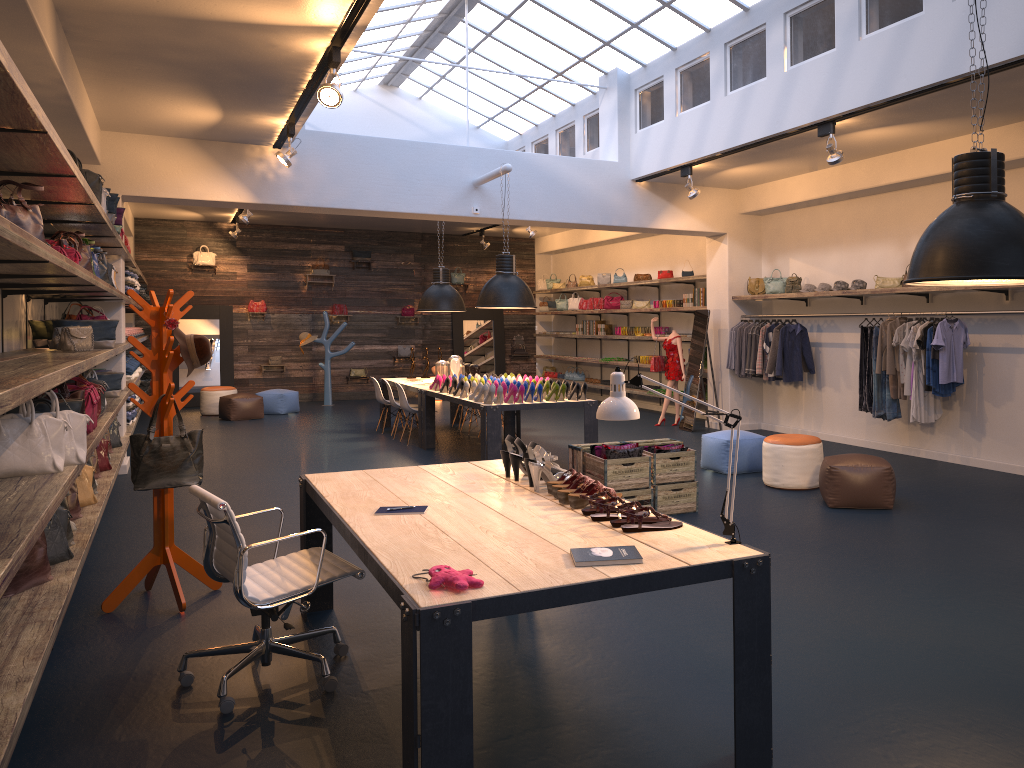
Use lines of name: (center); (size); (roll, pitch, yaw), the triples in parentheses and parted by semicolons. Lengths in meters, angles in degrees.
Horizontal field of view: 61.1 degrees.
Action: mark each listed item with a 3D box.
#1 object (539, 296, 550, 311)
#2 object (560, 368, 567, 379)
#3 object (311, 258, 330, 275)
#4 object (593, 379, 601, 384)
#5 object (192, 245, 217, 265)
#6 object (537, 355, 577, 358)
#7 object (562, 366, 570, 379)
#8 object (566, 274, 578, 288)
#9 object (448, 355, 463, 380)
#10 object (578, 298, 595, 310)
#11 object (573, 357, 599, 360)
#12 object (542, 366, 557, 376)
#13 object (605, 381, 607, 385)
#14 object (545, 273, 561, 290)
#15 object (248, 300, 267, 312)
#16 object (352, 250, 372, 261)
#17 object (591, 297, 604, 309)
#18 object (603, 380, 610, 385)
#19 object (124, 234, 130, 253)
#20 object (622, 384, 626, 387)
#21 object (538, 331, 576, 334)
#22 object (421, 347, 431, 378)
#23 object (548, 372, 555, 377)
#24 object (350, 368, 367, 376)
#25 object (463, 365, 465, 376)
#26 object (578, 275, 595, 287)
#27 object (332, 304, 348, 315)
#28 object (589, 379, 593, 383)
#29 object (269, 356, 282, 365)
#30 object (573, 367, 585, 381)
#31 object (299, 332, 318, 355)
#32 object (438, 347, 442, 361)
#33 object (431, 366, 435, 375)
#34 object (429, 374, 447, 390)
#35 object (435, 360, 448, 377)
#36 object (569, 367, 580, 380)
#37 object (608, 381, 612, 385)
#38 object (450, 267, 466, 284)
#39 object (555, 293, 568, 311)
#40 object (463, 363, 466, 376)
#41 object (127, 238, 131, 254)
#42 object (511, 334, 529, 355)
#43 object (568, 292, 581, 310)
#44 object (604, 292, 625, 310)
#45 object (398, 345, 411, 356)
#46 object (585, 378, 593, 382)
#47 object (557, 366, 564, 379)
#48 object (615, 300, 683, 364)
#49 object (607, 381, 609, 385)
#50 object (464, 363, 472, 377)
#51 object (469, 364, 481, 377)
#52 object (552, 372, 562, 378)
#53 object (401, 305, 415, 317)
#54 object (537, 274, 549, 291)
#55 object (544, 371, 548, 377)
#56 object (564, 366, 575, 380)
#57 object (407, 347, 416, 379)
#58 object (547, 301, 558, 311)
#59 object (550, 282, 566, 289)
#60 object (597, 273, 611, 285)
object: (0.763, -1.787, 19.374); (0.336, 0.335, 0.173); (1, 1, 19)
object: (1.129, -0.250, 18.719); (0.204, 0.279, 0.058); (0, 0, -5)
object: (-3.852, -2.362, 17.476); (0.369, 0.335, 0.157); (-1, 1, -16)
object: (1.710, -0.052, 17.189); (0.229, 0.083, 0.217); (-2, 4, -34)
object: (-5.827, -2.439, 16.468); (0.461, 0.386, 0.177); (-2, 2, -37)
object: (1.019, -0.597, 18.746); (0.376, 0.024, 1.753); (-1, 4, -21)
object: (1.176, -0.242, 18.590); (0.198, 0.279, 0.059); (0, 0, 4)
object: (1.257, -2.144, 18.076); (0.270, 0.300, 0.111); (1, 1, 37)
object: (-0.732, -0.170, 11.230); (0.218, 0.412, 0.185); (-1, 1, -36)
object: (1.497, -1.606, 17.389); (0.318, 0.254, 0.146); (1, 1, 25)
object: (1.519, -0.513, 17.466); (0.379, 0.029, 0.828); (-2, 4, -22)
object: (0.851, -0.290, 19.613); (0.362, 0.234, 0.203); (0, 2, 7)
object: (1.886, -0.025, 16.783); (0.199, 0.087, 0.061); (-2, 2, -26)
object: (0.906, -2.242, 19.049); (0.351, 0.367, 0.184); (1, 1, 18)
object: (-4.960, -1.514, 16.917); (0.354, 0.254, 0.131); (-1, 1, -16)
object: (-3.083, -2.641, 17.860); (0.450, 0.232, 0.164); (-2, 2, -32)
object: (1.657, -1.571, 16.881); (0.294, 0.249, 0.146); (2, 2, 38)
object: (1.863, -0.029, 16.846); (0.199, 0.087, 0.061); (-2, 2, -26)
object: (-4.386, -1.541, 9.547); (0.341, 0.245, 0.132); (-1, 1, -27)
object: (2.123, 0.016, 16.176); (0.199, 0.087, 0.061); (-2, 2, -26)
object: (1.045, -1.116, 18.902); (0.514, 0.060, 1.423); (-1, 4, -22)
object: (-1.300, -0.321, 13.054); (0.133, 0.468, 0.146); (0, 0, 19)
object: (0.902, -0.206, 19.207); (0.215, 0.118, 0.092); (0, 2, 8)
object: (-3.127, -0.243, 17.797); (0.211, 0.174, 0.395); (2, 4, 43)
object: (-0.704, -0.122, 11.431); (0.189, 0.289, 0.160); (-1, 1, -36)
object: (1.486, -2.064, 17.351); (0.347, 0.234, 0.212); (1, 2, 24)
object: (-3.484, -1.515, 17.647); (0.346, 0.254, 0.127); (-2, 2, -37)
object: (1.660, -0.069, 17.435); (0.229, 0.083, 0.217); (-2, 4, -34)
object: (-4.649, -0.462, 17.053); (0.095, 0.175, 0.292); (1, 3, 44)
object: (1.390, -0.205, 17.975); (0.269, 0.282, 0.098); (0, 0, 9)
object: (-3.906, -0.778, 16.675); (0.359, 0.441, 0.331); (-1, 2, -28)
object: (-1.086, -0.328, 13.165); (0.128, 0.468, 0.151); (0, 0, 42)
object: (-0.942, -0.174, 12.841); (0.476, 0.203, 0.204); (-3, 3, -38)
object: (-0.910, -0.027, 10.745); (0.217, 0.195, 0.224); (-1, 3, -30)
object: (-0.916, -0.144, 11.417); (0.190, 0.335, 0.181); (0, 1, -6)
object: (1.314, -0.217, 18.151); (0.269, 0.282, 0.098); (0, 0, 9)
object: (1.933, -0.017, 16.664); (0.199, 0.087, 0.061); (-2, 2, -26)
object: (-1.170, -2.346, 18.833); (0.399, 0.367, 0.162); (-2, 2, -37)
object: (1.086, -1.739, 18.410); (0.351, 0.367, 0.184); (1, 1, 18)
object: (-0.660, -0.151, 11.896); (0.165, 0.285, 0.143); (0, 1, -25)
object: (-4.420, -1.547, 9.632); (0.339, 0.245, 0.133); (-1, 1, -25)
object: (0.165, -0.891, 19.541); (0.383, 0.460, 0.218); (-1, 1, -26)
object: (1.342, -1.716, 17.964); (0.397, 0.386, 0.206); (1, 1, 27)
object: (1.926, -1.569, 16.430); (0.370, 0.337, 0.279); (-1, 2, -35)
object: (-2.256, -0.700, 18.288); (0.284, 0.230, 0.076); (0, 1, -11)
object: (1.587, -0.084, 17.671); (0.220, 0.083, 0.227); (-1, 3, -12)
object: (1.082, -0.258, 18.832); (0.198, 0.279, 0.059); (0, 0, 4)
object: (2.416, -0.904, 15.506); (0.485, 1.135, 2.520); (0, 3, -21)
object: (1.909, -0.021, 16.725); (0.199, 0.087, 0.061); (-2, 2, -26)
object: (-0.574, -0.136, 11.677); (0.165, 0.285, 0.143); (0, 1, -25)
object: (-0.486, -0.121, 11.452); (0.165, 0.285, 0.143); (0, 1, -25)
object: (0.994, -0.195, 19.033); (0.215, 0.118, 0.092); (0, 2, 9)
object: (-2.197, -1.542, 18.328); (0.265, 0.243, 0.202); (-1, 2, -29)
object: (0.770, -2.283, 19.492); (0.430, 0.386, 0.190); (0, 1, -3)
object: (0.829, -0.219, 19.394); (0.215, 0.118, 0.092); (0, 2, 8)
object: (1.239, -0.229, 18.327); (0.274, 0.282, 0.097); (0, 0, 3)
object: (-1.500, -0.314, 12.954); (0.146, 0.468, 0.133); (0, 0, -13)
object: (0.954, -1.704, 18.903); (0.402, 0.232, 0.184); (1, 2, 13)
object: (0.975, -2.124, 18.779); (0.340, 0.174, 0.246); (2, 3, 28)
object: (1.779, -2.019, 16.706); (0.264, 0.230, 0.082); (1, 1, 16)
